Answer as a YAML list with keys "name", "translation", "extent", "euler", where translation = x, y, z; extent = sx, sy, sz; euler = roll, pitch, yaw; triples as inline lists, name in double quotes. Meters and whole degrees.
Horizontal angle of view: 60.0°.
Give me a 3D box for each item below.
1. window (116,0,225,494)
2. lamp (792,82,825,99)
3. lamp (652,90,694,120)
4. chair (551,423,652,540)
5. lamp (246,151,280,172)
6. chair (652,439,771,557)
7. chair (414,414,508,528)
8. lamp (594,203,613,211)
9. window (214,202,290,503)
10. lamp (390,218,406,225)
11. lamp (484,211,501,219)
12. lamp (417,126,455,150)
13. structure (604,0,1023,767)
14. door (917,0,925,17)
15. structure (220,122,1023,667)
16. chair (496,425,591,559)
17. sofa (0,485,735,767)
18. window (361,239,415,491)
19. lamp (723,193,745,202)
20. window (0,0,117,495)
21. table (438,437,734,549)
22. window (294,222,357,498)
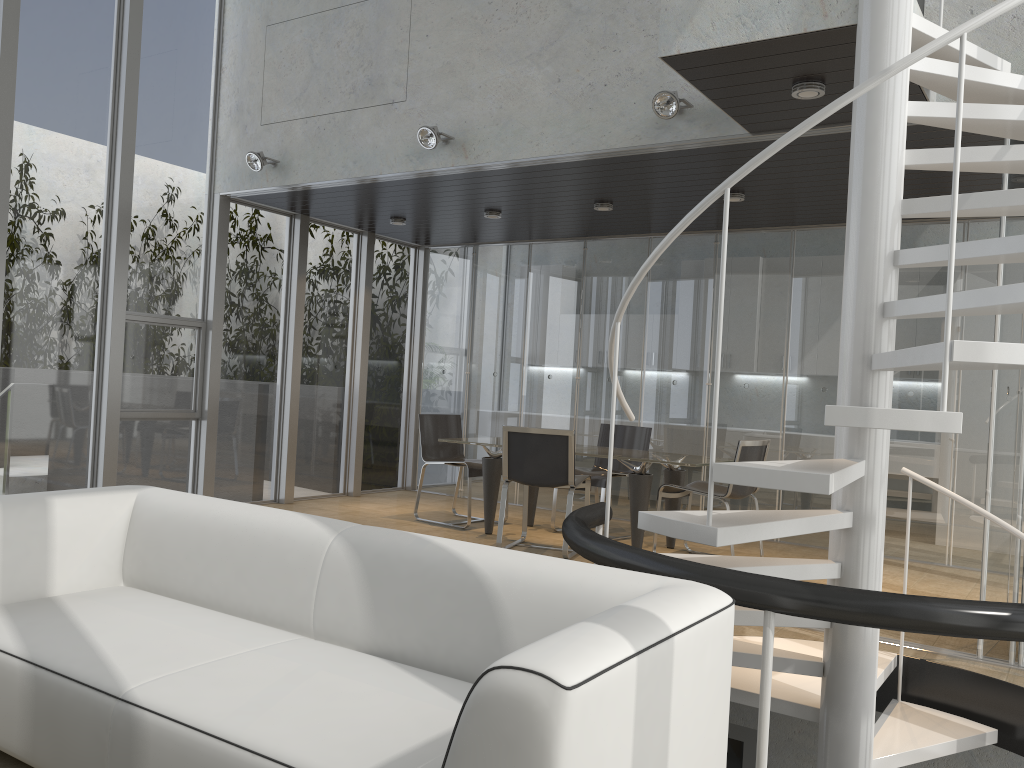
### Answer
- name: "window"
  translation: [-2.759, -1.779, 7.195]
  extent: [0.050, 5.700, 0.800]
  euler: [3, 0, 33]
- name: "lamp"
  translation: [1.400, -1.386, 4.190]
  extent: [0.149, 0.038, 0.149]
  euler: [3, 0, -42]
- name: "lamp"
  translation: [0.917, -1.593, 5.114]
  extent: [0.197, 0.154, 0.254]
  euler: [3, 0, 33]
- name: "chair"
  translation: [0.766, 0.810, 7.514]
  extent: [0.546, 0.922, 0.660]
  euler: [3, 0, 43]
- name: "lamp"
  translation: [-1.984, -1.748, 6.999]
  extent: [0.197, 0.154, 0.228]
  euler: [3, 0, 33]
- name: "chair"
  translation: [1.470, 0.846, 6.490]
  extent: [0.660, 0.922, 0.546]
  euler: [3, 0, 38]
- name: "chair"
  translation: [-0.435, 0.744, 7.744]
  extent: [0.660, 0.922, 0.546]
  euler: [3, 0, 38]
- name: "lamp"
  translation: [0.729, -1.413, 7.076]
  extent: [0.149, 0.038, 0.149]
  euler: [3, 0, -42]
- name: "window"
  translation: [-2.355, -0.252, 7.963]
  extent: [0.010, 2.645, 0.741]
  euler: [3, 0, 33]
- name: "lamp"
  translation: [-1.061, -1.508, 8.248]
  extent: [0.149, 0.038, 0.149]
  euler: [3, 0, -42]
- name: "lamp"
  translation: [-0.166, -1.461, 7.662]
  extent: [0.149, 0.038, 0.149]
  euler: [3, 0, -42]
- name: "lamp"
  translation: [-0.530, -1.670, 6.062]
  extent: [0.197, 0.154, 0.254]
  euler: [3, 0, 33]
- name: "structure"
  translation: [0.349, 0.792, 5.836]
  extent: [6.700, 6.900, 4.916]
  euler: [3, 0, 33]
- name: "door"
  translation: [1.836, -2.735, 4.776]
  extent: [0.800, 2.100, 0.100]
  euler: [3, 0, 33]
- name: "structure"
  translation: [-2.182, -2.216, 4.394]
  extent: [9.817, 6.605, 10.665]
  euler: [3, 0, 32]
- name: "chair"
  translation: [0.254, 0.779, 6.610]
  extent: [0.546, 0.922, 0.660]
  euler: [3, 0, 18]
- name: "sofa"
  translation: [-0.749, 0.772, 2.643]
  extent: [2.601, 0.638, 0.971]
  euler: [3, 0, 33]
- name: "window"
  translation: [-1.356, -0.191, 9.492]
  extent: [0.010, 2.645, 0.741]
  euler: [3, 0, 33]
- name: "lamp"
  translation: [1.624, -1.366, 6.489]
  extent: [0.149, 0.038, 0.149]
  euler: [3, 0, -42]
- name: "window"
  translation: [-3.271, -1.810, 6.439]
  extent: [0.010, 5.650, 0.741]
  euler: [3, 0, 33]
- name: "table"
  translation: [0.552, 0.884, 7.103]
  extent: [2.250, 0.733, 0.900]
  euler: [3, 0, 33]
- name: "window"
  translation: [-1.856, -0.221, 8.727]
  extent: [0.010, 2.645, 0.741]
  euler: [3, 0, 33]
